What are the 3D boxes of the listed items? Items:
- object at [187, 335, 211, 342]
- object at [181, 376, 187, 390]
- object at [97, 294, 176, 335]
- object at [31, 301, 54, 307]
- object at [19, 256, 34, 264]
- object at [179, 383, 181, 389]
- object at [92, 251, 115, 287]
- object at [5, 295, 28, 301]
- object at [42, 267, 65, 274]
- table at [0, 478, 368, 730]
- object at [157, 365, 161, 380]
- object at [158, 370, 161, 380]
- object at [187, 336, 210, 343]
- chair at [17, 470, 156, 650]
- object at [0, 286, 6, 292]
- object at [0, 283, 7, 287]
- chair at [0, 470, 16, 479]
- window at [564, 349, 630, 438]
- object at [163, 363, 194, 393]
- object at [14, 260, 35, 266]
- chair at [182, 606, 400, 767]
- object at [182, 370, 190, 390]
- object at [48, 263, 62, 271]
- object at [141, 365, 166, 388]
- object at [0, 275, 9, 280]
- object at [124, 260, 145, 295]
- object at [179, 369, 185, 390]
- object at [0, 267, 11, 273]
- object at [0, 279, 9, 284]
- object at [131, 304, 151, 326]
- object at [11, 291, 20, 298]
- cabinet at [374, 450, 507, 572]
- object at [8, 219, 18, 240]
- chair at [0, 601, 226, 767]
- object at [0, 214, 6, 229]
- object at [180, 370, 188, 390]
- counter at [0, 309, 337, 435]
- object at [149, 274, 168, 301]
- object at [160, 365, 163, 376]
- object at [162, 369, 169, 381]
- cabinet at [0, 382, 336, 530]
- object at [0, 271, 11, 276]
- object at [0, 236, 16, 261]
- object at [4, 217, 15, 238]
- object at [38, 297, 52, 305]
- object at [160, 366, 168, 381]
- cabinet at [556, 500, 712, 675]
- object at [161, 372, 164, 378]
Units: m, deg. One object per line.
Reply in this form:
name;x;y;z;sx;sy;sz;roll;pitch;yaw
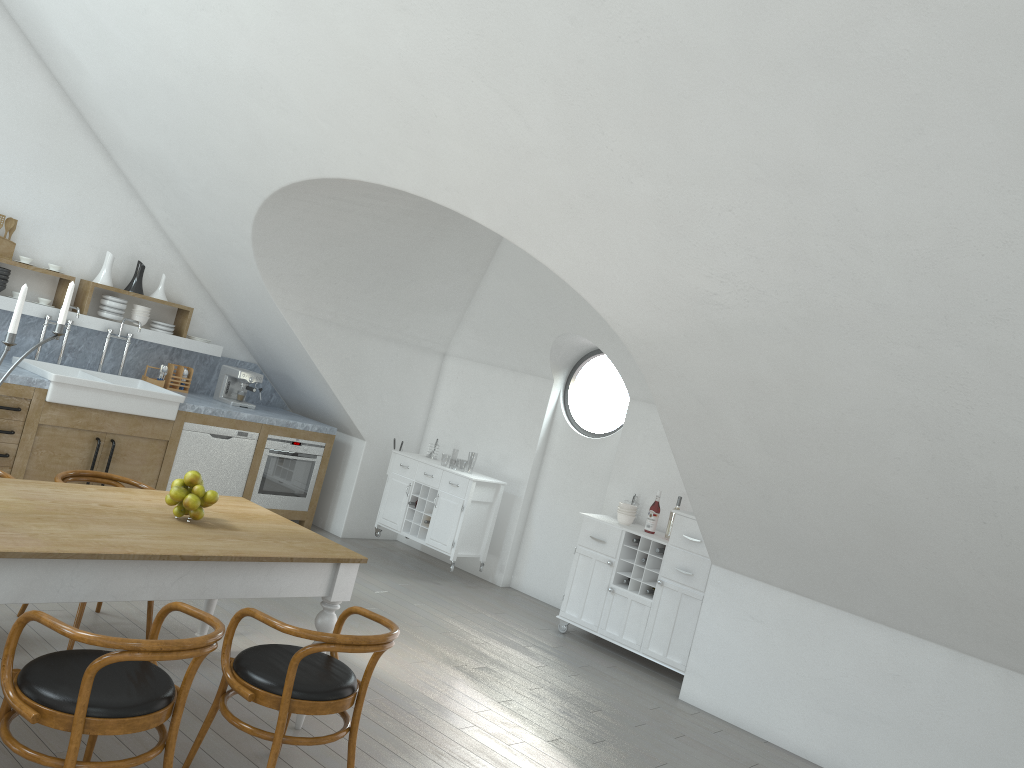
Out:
object;-2.753;-0.393;7.792;0.214;0.025;0.212;14;-1;27
object;-2.839;-0.028;7.686;0.018;0.196;0.020;16;-2;-28
object;-3.089;-0.568;7.331;0.198;0.196;0.654;13;-1;39
object;-3.582;-0.606;6.772;0.163;0.012;0.164;15;-1;-33
object;-3.636;-0.923;6.624;0.099;0.049;0.098;14;-1;37
object;-2.877;-0.028;7.695;0.044;0.179;0.019;13;-3;37
object;-3.238;-0.924;7.089;0.156;0.268;0.155;14;-2;28
object;-3.699;-0.638;6.624;0.163;0.012;0.164;15;-1;-33
object;-3.510;-0.864;6.787;0.163;0.012;0.164;15;-1;-33
table;-2.147;0.792;2.984;1.022;0.800;3.335;14;-1;40
object;-2.987;-0.068;7.500;0.019;0.196;0.022;13;-2;28
object;-2.978;-0.056;7.483;0.019;0.179;0.044;14;-2;4
object;-2.755;-0.384;7.792;0.214;0.025;0.212;14;-1;27
chair;-2.067;0.863;4.434;0.623;0.736;0.525;13;-2;36
object;-3.804;-0.701;6.449;0.206;0.072;0.205;14;-1;27
object;-3.797;-0.726;6.450;0.205;0.086;0.205;15;-1;-13
chair;-2.517;0.741;3.884;0.623;0.736;0.525;13;-2;43
window;0.803;0.084;7.764;0.903;0.901;0.060;13;-2;40
object;-2.888;-0.052;7.669;0.104;0.223;0.199;13;-2;40
object;-3.642;-0.900;6.623;0.163;0.012;0.164;15;-1;-33
chair;-0.792;1.182;3.283;0.623;0.736;0.525;13;-2;42
object;-2.836;-0.027;7.696;0.019;0.196;0.022;13;-3;40
object;-3.505;-0.887;6.788;0.099;0.049;0.098;14;-1;37
object;-3.023;-0.062;7.490;0.100;0.171;0.172;13;-2;41
object;-3.783;-0.774;6.454;0.206;0.072;0.205;14;-1;27
object;-3.074;-0.880;7.289;0.156;0.268;0.155;13;-2;44
object;-2.858;-0.032;7.694;0.018;0.196;0.023;17;-3;-43
object;-3.773;-0.826;6.461;0.206;0.080;0.205;14;-1;42
object;-3.784;-0.752;6.450;0.205;0.086;0.205;15;-1;-8
object;-3.070;-0.566;7.316;0.157;0.160;0.154;15;-2;-22
object;-3.694;-0.660;6.625;0.099;0.049;0.098;14;-1;37
cabinet;-0.687;1.103;7.838;1.138;0.790;0.494;14;-2;40
object;-3.708;-1.076;6.537;0.030;0.294;0.057;13;-3;39
chair;-1.286;1.049;2.771;0.623;0.736;0.525;13;-2;35
object;-3.754;-1.090;6.447;0.019;0.299;0.056;13;-3;40
object;-2.840;-0.031;7.670;0.040;0.192;0.042;15;-2;0
counter;-3.807;-0.446;5.969;0.965;0.620;6.548;14;-1;40
object;-2.950;-0.820;7.466;0.156;0.219;0.155;14;-2;21
object;-2.986;-0.067;7.511;0.018;0.196;0.020;16;-3;-41
object;-2.952;-0.049;7.510;0.044;0.179;0.019;14;-2;24
cabinet;-4.041;0.340;5.867;1.007;1.023;6.401;13;-1;40
object;-3.777;-0.798;6.460;0.204;0.084;0.206;15;-1;-23
object;-3.803;-1.021;6.423;0.084;0.158;0.352;13;-2;40
object;-3.717;-1.079;6.498;0.039;0.298;0.067;13;-3;40
object;-3.576;-0.628;6.773;0.099;0.049;0.098;14;-1;37
object;-2.951;-0.062;7.496;0.040;0.192;0.042;15;-2;-14
cabinet;1.043;1.470;6.626;1.246;1.155;0.607;13;-2;40
object;-2.966;-0.062;7.508;0.023;0.196;0.018;13;-3;34
